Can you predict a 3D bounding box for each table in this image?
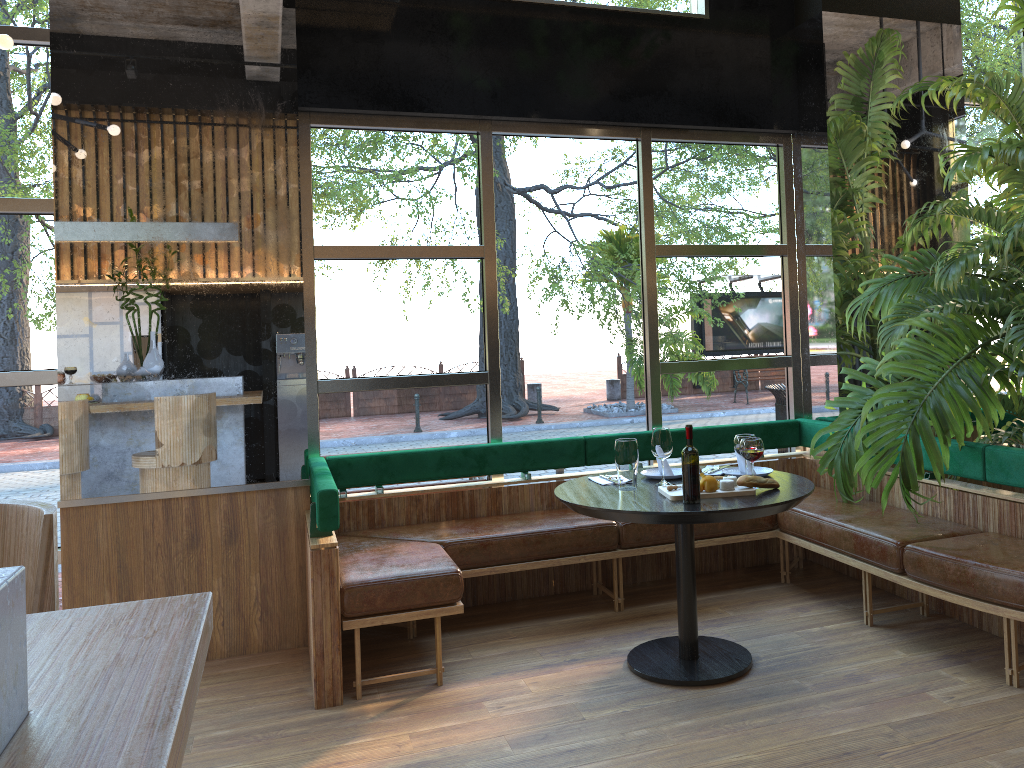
[{"bbox_3d":[0.743,0.810,3.792,1.047,0.750,1.154,-1,2,42],"label":"table"}]

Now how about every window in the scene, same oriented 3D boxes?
[{"bbox_3d":[-3.476,-1.795,1.815,20.950,6.500,4.024,-3,0,-19],"label":"window"}]

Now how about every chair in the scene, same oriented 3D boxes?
[{"bbox_3d":[-1.116,0.743,1.575,0.555,0.969,0.540,-2,0,-7],"label":"chair"}]

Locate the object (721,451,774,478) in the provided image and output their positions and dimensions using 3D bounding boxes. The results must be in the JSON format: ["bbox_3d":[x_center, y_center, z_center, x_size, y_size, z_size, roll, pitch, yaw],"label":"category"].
[{"bbox_3d":[1.060,0.347,4.005,0.244,0.139,0.222,-3,2,-33],"label":"object"}]

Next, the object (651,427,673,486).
[{"bbox_3d":[0.650,0.313,3.840,0.097,0.245,0.088,-2,-1,-34],"label":"object"}]

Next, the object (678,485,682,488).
[{"bbox_3d":[0.771,0.414,3.662,0.226,0.013,0.100,-3,3,-14],"label":"object"}]

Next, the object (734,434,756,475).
[{"bbox_3d":[1.014,0.321,3.845,0.107,0.201,0.098,-2,0,-28],"label":"object"}]

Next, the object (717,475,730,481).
[{"bbox_3d":[0.887,0.414,3.802,0.128,0.028,0.098,-2,3,-3],"label":"object"}]

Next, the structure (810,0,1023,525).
[{"bbox_3d":[3.017,-0.597,4.464,2.796,3.436,2.319,-2,0,-32],"label":"structure"}]

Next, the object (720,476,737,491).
[{"bbox_3d":[0.887,0.400,3.626,0.059,0.038,0.208,-2,3,20],"label":"object"}]

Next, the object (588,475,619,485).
[{"bbox_3d":[0.451,0.426,3.979,0.162,0.019,0.248,-3,3,-16],"label":"object"}]

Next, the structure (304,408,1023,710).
[{"bbox_3d":[-3.108,0.726,0.711,20.713,1.548,5.863,-3,3,-19],"label":"structure"}]

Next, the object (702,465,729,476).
[{"bbox_3d":[0.947,0.398,4.140,0.150,0.019,0.267,0,4,34],"label":"object"}]

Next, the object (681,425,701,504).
[{"bbox_3d":[0.687,0.307,3.421,0.069,0.299,0.068,-2,-1,-1],"label":"object"}]

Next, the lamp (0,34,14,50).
[{"bbox_3d":[-2.925,-2.032,0.664,19.465,1.822,4.945,-3,3,-19],"label":"lamp"}]

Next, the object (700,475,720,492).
[{"bbox_3d":[0.794,0.393,3.564,0.090,0.064,0.178,-1,3,44],"label":"object"}]

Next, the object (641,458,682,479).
[{"bbox_3d":[0.702,0.358,4.057,0.244,0.139,0.222,-3,2,-33],"label":"object"}]

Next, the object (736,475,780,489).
[{"bbox_3d":[0.996,0.399,3.604,0.221,0.072,0.055,-4,1,-28],"label":"object"}]

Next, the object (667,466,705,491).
[{"bbox_3d":[0.698,0.367,3.560,0.105,0.124,0.133,-3,1,-35],"label":"object"}]

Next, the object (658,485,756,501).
[{"bbox_3d":[0.789,0.433,3.610,0.358,0.019,0.236,-3,3,-8],"label":"object"}]

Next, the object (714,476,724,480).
[{"bbox_3d":[0.901,0.413,3.861,0.046,0.025,0.024,-2,1,0],"label":"object"}]

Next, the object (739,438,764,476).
[{"bbox_3d":[1.004,0.329,3.708,0.107,0.201,0.098,-2,0,-28],"label":"object"}]

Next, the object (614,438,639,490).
[{"bbox_3d":[0.489,0.341,3.775,0.103,0.209,0.108,-2,0,18],"label":"object"}]
